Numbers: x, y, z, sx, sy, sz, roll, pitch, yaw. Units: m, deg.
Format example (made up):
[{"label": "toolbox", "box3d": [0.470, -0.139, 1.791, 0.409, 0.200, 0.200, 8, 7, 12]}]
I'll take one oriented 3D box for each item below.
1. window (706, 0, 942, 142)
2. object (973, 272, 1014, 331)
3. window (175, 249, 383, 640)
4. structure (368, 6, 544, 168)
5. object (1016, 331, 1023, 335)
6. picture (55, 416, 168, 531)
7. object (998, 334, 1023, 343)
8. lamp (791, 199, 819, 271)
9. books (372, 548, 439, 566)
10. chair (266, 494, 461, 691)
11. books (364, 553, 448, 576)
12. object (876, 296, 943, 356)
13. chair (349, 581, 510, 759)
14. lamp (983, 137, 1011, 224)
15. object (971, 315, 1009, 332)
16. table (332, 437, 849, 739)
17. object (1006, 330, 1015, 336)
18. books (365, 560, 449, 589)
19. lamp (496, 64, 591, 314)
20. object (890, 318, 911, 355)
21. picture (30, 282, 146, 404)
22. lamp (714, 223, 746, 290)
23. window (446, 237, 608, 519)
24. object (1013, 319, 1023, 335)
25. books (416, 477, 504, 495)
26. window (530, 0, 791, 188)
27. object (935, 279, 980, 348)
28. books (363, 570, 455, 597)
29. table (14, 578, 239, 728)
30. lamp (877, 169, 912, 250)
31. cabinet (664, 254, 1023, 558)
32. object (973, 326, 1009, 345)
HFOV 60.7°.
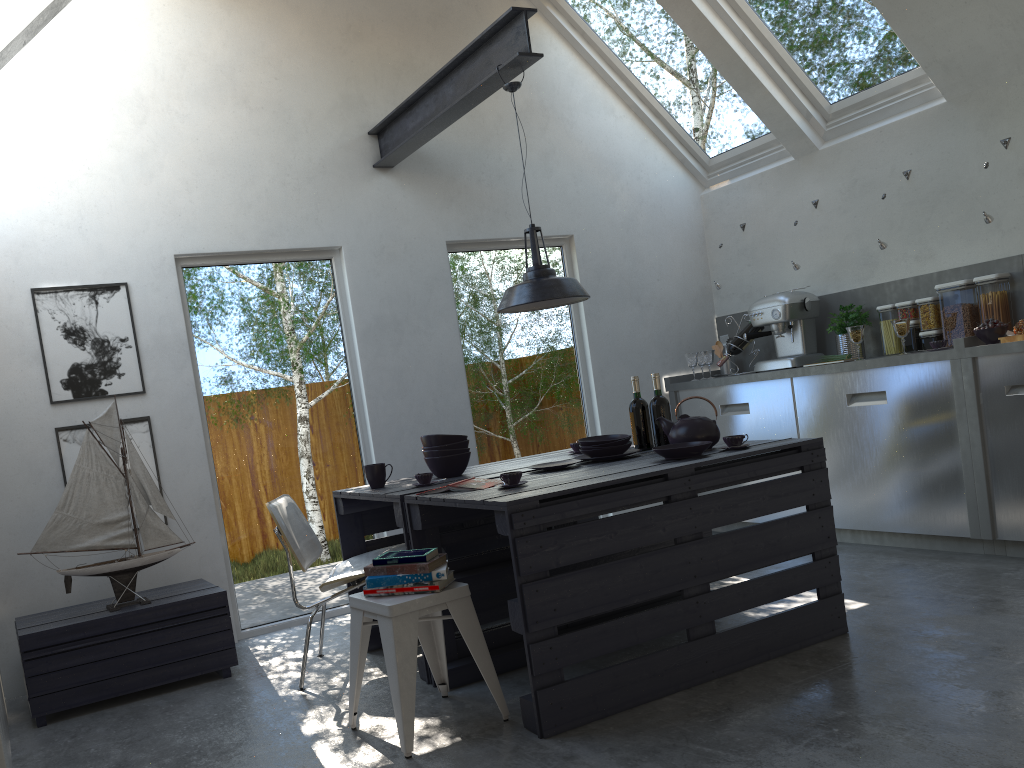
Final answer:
[{"label": "window", "box3d": [1.522, -2.133, 4.755, 1.399, 1.394, 0.876, -9, 2, -28]}, {"label": "object", "box3d": [2.525, -0.391, 4.571, 0.121, 0.355, 0.135, -9, 3, -30]}, {"label": "window", "box3d": [-1.294, 0.321, 5.027, 0.933, 2.134, 0.062, -9, 3, -27]}, {"label": "structure", "box3d": [-0.615, -1.423, 4.940, 0.128, 0.209, 2.662, -9, 0, -31]}, {"label": "object", "box3d": [2.568, -0.313, 3.988, 0.482, 0.112, 0.119, -8, 1, 32]}, {"label": "picture", "box3d": [-2.068, 0.485, 4.528, 0.447, 0.585, 0.027, -9, 3, -27]}, {"label": "object", "box3d": [2.560, -0.242, 3.998, 0.291, 0.028, 0.496, -8, -1, -30]}, {"label": "lamp", "box3d": [1.817, -0.924, 5.409, 0.318, 0.437, 0.063, -9, 3, -38]}, {"label": "books", "box3d": [-0.380, 0.621, 3.137, 0.213, 0.025, 0.138, -8, -1, 18]}, {"label": "chair", "box3d": [-0.672, 0.878, 3.990, 0.779, 0.821, 0.689, -8, 2, 1]}, {"label": "books", "box3d": [-0.380, 0.649, 3.142, 0.267, 0.032, 0.166, -8, -1, 23]}, {"label": "object", "box3d": [2.271, -0.322, 4.965, 0.100, 0.295, 0.360, -9, 2, -31]}, {"label": "chair", "box3d": [-0.337, 0.987, 3.142, 0.411, 0.506, 0.445, -9, 2, -34]}, {"label": "lamp", "box3d": [2.434, -1.023, 4.386, 0.318, 0.437, 0.063, -9, 3, -38]}, {"label": "object", "box3d": [2.316, -0.282, 4.231, 0.132, 0.095, 0.170, -9, 1, -44]}, {"label": "table", "box3d": [0.238, 0.759, 3.892, 1.425, 0.799, 1.689, -8, 0, -30]}, {"label": "object", "box3d": [2.512, -0.277, 4.174, 0.198, 0.059, 0.199, -8, 0, -9]}, {"label": "books", "box3d": [-0.372, 0.681, 3.139, 0.288, 0.034, 0.195, -8, -1, 3]}, {"label": "lamp", "box3d": [0.066, -0.904, 3.991, 0.407, 1.100, 0.454, -9, 3, -29]}, {"label": "object", "box3d": [2.127, -0.256, 4.762, 0.092, 0.192, 0.105, -10, 3, -41]}, {"label": "picture", "box3d": [-2.169, -0.213, 4.489, 0.447, 0.585, 0.027, -9, 3, -27]}, {"label": "lamp", "box3d": [1.481, -0.869, 5.957, 0.315, 0.438, 0.063, -9, 3, -27]}, {"label": "window", "box3d": [0.106, 0.131, 5.746, 0.933, 2.134, 0.062, -9, 3, -27]}, {"label": "object", "box3d": [2.480, -0.278, 4.207, 0.123, 0.077, 0.114, -8, 1, 14]}, {"label": "books", "box3d": [-0.202, 0.403, 3.506, 0.323, 0.030, 0.210, -8, -1, 29]}, {"label": "window", "box3d": [0.993, -2.041, 5.648, 1.406, 1.400, 0.876, -9, 2, -28]}, {"label": "object", "box3d": [2.424, -0.375, 4.733, 0.121, 0.355, 0.185, -9, 3, -31]}, {"label": "books", "box3d": [-0.367, 0.715, 3.141, 0.297, 0.035, 0.189, -8, -1, 18]}, {"label": "table", "box3d": [-1.846, 1.254, 4.185, 0.877, 0.416, 0.552, -8, 1, -28]}, {"label": "lamp", "box3d": [2.127, -0.973, 4.887, 0.315, 0.438, 0.063, -9, 3, -27]}, {"label": "cabinet", "box3d": [2.128, 0.158, 4.991, 0.537, 1.481, 3.008, -9, 1, -31]}, {"label": "object", "box3d": [2.323, -0.232, 4.234, 0.153, 0.079, 0.140, -8, 0, 19]}]
